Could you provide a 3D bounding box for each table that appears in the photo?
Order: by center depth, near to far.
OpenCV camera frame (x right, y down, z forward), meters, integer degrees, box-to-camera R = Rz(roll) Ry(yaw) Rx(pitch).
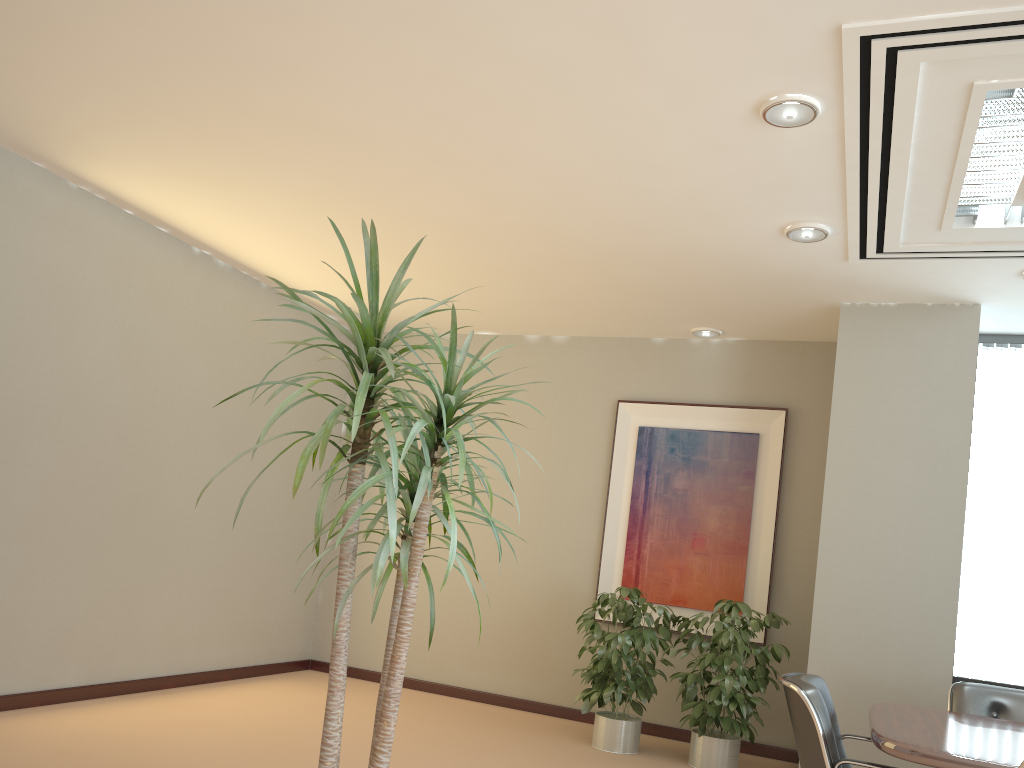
[{"bbox_3d":[3.289,1.793,2.794,4.057,0.741,1.531,3,-11,22],"label":"table"}]

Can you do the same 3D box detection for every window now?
[{"bbox_3d":[6.032,1.042,3.177,3.553,2.878,7.427,10,-11,-22],"label":"window"}]

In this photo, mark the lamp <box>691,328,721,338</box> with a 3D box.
[{"bbox_3d":[1.455,-0.378,6.616,0.224,0.035,0.228,0,-13,32],"label":"lamp"}]

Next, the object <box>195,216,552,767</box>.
[{"bbox_3d":[-0.374,0.519,2.330,0.818,1.814,0.814,7,-6,-2],"label":"object"}]

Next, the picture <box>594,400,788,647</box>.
[{"bbox_3d":[1.336,1.011,6.667,1.292,1.729,0.059,4,-6,22],"label":"picture"}]

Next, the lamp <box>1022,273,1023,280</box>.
[{"bbox_3d":[2.850,-0.575,4.706,0.225,0.035,0.228,-2,-14,39],"label":"lamp"}]

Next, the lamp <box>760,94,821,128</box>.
[{"bbox_3d":[1.069,-1.043,3.392,0.224,0.035,0.229,2,-12,25],"label":"lamp"}]

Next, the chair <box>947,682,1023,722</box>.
[{"bbox_3d":[2.386,1.866,4.032,0.757,0.849,0.865,5,-8,17],"label":"chair"}]

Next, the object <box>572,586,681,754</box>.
[{"bbox_3d":[0.778,1.931,6.004,0.735,1.082,0.808,6,-7,4],"label":"object"}]

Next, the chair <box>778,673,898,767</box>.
[{"bbox_3d":[1.460,1.653,3.507,0.850,0.850,0.770,4,-8,22],"label":"chair"}]

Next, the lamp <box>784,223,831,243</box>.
[{"bbox_3d":[1.516,-0.771,4.528,0.225,0.035,0.228,-2,-14,39],"label":"lamp"}]

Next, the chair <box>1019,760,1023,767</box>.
[{"bbox_3d":[1.780,1.514,2.576,0.751,0.850,0.870,3,-9,26],"label":"chair"}]

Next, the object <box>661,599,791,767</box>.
[{"bbox_3d":[1.388,1.971,5.827,0.806,1.082,0.737,12,-8,-36],"label":"object"}]

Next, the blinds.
[{"bbox_3d":[5.259,1.274,4.917,4.881,2.880,0.032,3,-6,22],"label":"blinds"}]
